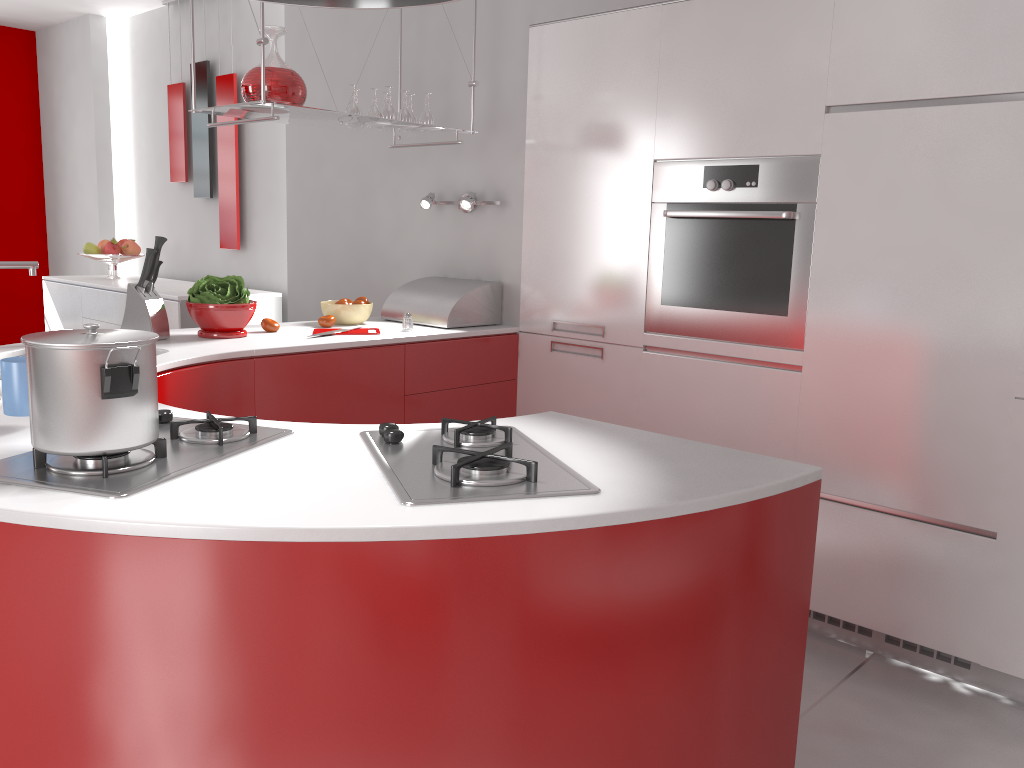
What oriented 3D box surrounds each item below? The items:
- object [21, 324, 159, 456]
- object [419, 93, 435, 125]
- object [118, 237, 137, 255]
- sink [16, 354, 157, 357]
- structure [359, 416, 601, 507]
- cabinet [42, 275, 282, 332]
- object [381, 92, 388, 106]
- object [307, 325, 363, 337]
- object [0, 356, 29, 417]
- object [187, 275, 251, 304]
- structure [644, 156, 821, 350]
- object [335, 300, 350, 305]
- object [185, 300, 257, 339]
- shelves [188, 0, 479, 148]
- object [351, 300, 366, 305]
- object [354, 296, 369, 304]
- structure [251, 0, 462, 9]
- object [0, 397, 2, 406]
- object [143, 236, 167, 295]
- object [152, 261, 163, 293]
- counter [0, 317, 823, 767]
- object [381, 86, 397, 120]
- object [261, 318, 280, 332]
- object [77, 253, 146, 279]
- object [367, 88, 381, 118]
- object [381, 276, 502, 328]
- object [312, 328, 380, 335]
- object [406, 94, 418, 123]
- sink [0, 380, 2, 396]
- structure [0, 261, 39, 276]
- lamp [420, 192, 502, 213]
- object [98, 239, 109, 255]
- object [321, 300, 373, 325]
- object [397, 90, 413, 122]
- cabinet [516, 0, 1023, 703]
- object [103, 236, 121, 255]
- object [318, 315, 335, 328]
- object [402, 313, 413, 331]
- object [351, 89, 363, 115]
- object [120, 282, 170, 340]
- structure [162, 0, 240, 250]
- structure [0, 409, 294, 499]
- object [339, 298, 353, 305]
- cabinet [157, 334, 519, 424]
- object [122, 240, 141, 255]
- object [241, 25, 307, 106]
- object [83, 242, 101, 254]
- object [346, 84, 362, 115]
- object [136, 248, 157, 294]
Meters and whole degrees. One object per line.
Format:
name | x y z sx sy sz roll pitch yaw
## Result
object | -0.638 0.000 1.354 0.218 0.185 0.189 3 10 5
object | -0.328 -1.045 3.411 0.060 0.141 0.060 11 13 42
object | -2.505 -0.892 5.744 0.117 0.129 0.150 2 10 0
sink | -1.221 0.018 2.527 0.428 0.172 0.326 2 10 3
structure | -0.074 0.110 1.475 0.303 0.037 0.457 -1 10 -17
cabinet | -2.166 -0.168 5.399 1.802 0.880 0.610 11 13 42
object | -0.489 -1.054 3.433 0.060 0.141 0.060 5 10 19
object | -0.621 -0.188 3.156 0.041 0.008 0.375 5 10 19
object | -0.881 0.005 1.633 0.109 0.100 0.080 5 10 15
object | -0.979 -0.271 2.965 0.198 0.182 0.193 -7 13 -41
structure | 0.691 -0.435 2.908 0.599 0.589 0.050 11 13 42
object | -0.657 -0.300 3.434 0.066 0.049 0.062 -6 13 -39
object | -0.975 -0.219 2.982 0.228 0.118 0.229 4 10 13
shelves | -0.598 -1.399 3.115 0.462 1.023 0.934 11 13 42
object | -0.600 -0.304 3.468 0.062 0.049 0.066 10 13 39
object | -0.601 -0.319 3.528 0.066 0.058 0.055 7 11 27
structure | -0.295 -1.099 1.230 0.644 0.958 0.644 3 10 9
object | -1.011 0.007 1.645 0.109 0.080 0.100 4 10 12
object | -1.157 -0.309 2.823 0.150 0.322 0.014 4 10 13
object | -1.158 -0.300 2.853 0.091 0.197 0.009 4 10 13
counter | -0.678 0.372 2.542 1.868 0.880 2.865 -1 10 -14
object | -0.456 -1.027 3.283 0.060 0.141 0.060 11 13 42
object | -0.858 -0.209 3.149 0.063 0.048 0.064 5 10 20
object | -2.552 -0.753 5.668 0.398 0.159 0.398 2 10 2
object | -0.518 -1.040 3.345 0.060 0.141 0.060 11 13 42
object | -0.292 -0.341 3.633 0.400 0.170 0.300 11 13 42
object | -0.597 -0.189 3.208 0.266 0.006 0.168 -2 10 -21
object | -0.397 -1.056 3.460 0.060 0.141 0.060 11 13 42
sink | -1.202 0.101 2.048 0.428 0.172 0.326 0 10 -8
structure | -1.339 -0.503 2.193 0.178 0.920 0.308 1 10 -4
lamp | -0.233 -0.745 3.638 0.454 0.081 0.155 11 13 42
object | -2.625 -0.880 5.725 0.096 0.105 0.117 -1 10 -18
object | -0.649 -0.277 3.485 0.201 0.086 0.201 11 13 43
object | -0.407 -1.040 3.370 0.060 0.141 0.060 11 13 42
cabinet | 1.119 -0.226 2.973 2.398 2.026 0.614 11 13 42
object | -2.516 -0.859 5.562 0.117 0.133 0.097 8 11 31
object | -0.700 -0.236 3.349 0.063 0.047 0.065 11 13 41
object | -0.390 -0.233 3.324 0.043 0.066 0.042 -5 12 -34
object | -0.596 -1.048 3.381 0.060 0.141 0.060 5 10 19
object | -1.185 -0.236 2.844 0.137 0.178 0.091 5 10 15
structure | -1.887 -1.590 5.386 0.820 1.503 0.040 11 13 42
structure | -0.608 0.094 1.465 0.303 0.037 0.457 5 10 17
object | -0.653 -0.311 3.498 0.062 0.052 0.065 7 11 27
cabinet | -0.464 0.318 2.705 1.025 0.761 1.875 1 10 -2
object | -2.419 -0.865 5.652 0.097 0.101 0.121 6 10 21
object | -0.791 -1.043 2.947 0.213 0.266 0.213 -2 10 -19
object | -2.642 -0.848 5.582 0.100 0.086 0.083 2 10 2
object | -0.585 -1.029 3.272 0.060 0.141 0.060 11 13 42
object | -1.173 -0.290 2.802 0.130 0.279 0.012 4 10 13
